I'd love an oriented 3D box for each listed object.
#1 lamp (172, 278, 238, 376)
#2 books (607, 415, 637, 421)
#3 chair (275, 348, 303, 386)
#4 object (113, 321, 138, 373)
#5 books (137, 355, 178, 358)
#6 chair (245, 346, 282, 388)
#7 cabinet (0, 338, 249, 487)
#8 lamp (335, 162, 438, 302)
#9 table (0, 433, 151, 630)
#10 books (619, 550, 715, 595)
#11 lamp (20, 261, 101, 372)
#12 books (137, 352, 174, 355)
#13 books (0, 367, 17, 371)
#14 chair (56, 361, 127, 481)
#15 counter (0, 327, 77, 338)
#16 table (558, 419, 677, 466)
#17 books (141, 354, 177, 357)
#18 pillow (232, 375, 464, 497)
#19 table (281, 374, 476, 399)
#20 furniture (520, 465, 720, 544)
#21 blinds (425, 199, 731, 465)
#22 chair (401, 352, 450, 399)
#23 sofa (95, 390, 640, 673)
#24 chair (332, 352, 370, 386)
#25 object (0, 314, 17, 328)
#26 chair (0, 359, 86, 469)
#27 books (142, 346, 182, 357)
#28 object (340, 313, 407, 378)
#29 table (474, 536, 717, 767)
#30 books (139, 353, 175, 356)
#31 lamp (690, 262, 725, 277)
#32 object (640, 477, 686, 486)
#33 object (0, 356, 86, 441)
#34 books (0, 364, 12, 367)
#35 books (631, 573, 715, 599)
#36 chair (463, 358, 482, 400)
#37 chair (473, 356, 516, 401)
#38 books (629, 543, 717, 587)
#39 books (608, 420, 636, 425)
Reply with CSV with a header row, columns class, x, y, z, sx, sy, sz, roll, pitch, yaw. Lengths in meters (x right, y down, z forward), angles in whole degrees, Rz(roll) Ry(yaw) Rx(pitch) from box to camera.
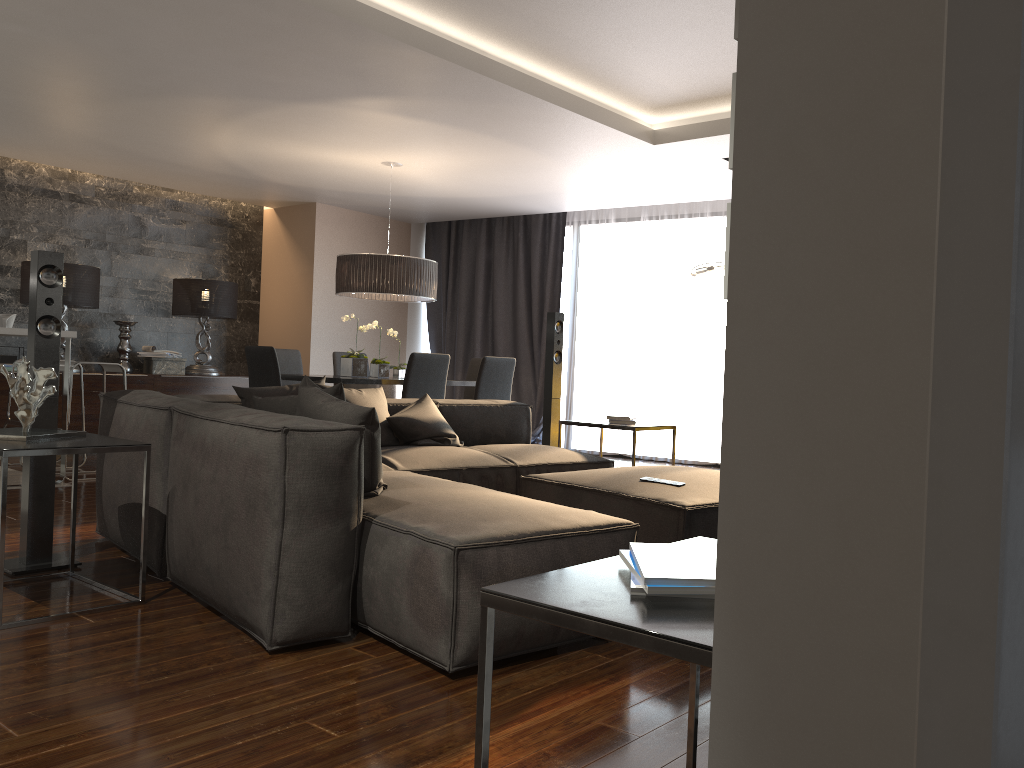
class,x,y,z,sx,sy,sz,roll,pitch,yaw
lamp,-3.074,-0.559,8.789,0.617,0.933,0.568,2,0,-23
books,0.697,0.213,5.584,0.151,0.022,0.211,3,1,17
chair,-1.787,0.194,7.299,0.541,0.964,0.451,3,0,40
object,-3.619,-0.345,8.216,0.210,0.485,0.206,2,0,-2
books,-3.394,-0.262,8.441,0.255,0.011,0.316,2,1,-2
chair,-1.642,0.214,6.515,0.405,0.964,0.603,3,0,41
cabinet,-3.537,-0.617,5.516,4.213,2.500,7.292,3,1,41
lamp,-0.999,-1.251,7.161,0.838,1.102,0.770,2,0,-26
table,-1.647,0.474,3.082,0.569,0.563,0.475,3,1,40
books,0.343,0.290,1.364,0.323,0.011,0.249,2,1,-6
lamp,-3.982,-0.579,7.744,0.565,0.933,0.620,3,0,31
books,-3.406,-0.295,8.433,0.257,0.011,0.313,2,1,-7
books,-4.122,-0.123,7.211,0.174,0.034,0.251,3,1,19
chair,-2.978,0.246,6.148,0.398,0.800,0.454,3,0,40
counter,-5.187,-0.405,4.900,2.550,0.041,4.246,3,1,41
table,0.659,0.527,5.588,0.569,0.563,0.475,3,1,40
books,-3.391,-0.273,8.457,0.259,0.011,0.310,2,1,-12
pillow,-0.881,0.164,4.025,1.052,0.431,2.111,2,1,5
table,-1.044,0.330,7.168,0.986,0.760,1.688,3,1,41
furniture,0.763,0.614,4.072,1.157,0.440,1.035,2,1,-40
blinds,1.915,-0.625,8.378,7.136,2.894,0.785,3,0,32
chair,-0.796,0.250,6.475,0.541,0.964,0.451,3,0,40
sofa,-0.236,0.444,4.015,2.621,0.704,2.587,2,1,-40
chair,-1.301,0.204,7.856,0.541,0.964,0.451,3,0,40
object,-3.498,-0.436,5.776,0.178,0.133,0.461,3,1,42
chair,-3.492,0.217,6.575,0.398,0.800,0.454,3,0,40
books,-3.388,-0.308,8.512,0.288,0.109,0.305,2,1,-40
object,-1.133,-0.306,7.131,0.294,0.501,0.604,3,1,37
table,0.315,0.586,1.363,0.427,0.563,0.633,3,1,41
books,-3.402,-0.284,8.441,0.259,0.011,0.310,2,1,-12
lamp,3.416,0.018,6.518,4.107,1.779,0.599,3,0,17
object,0.640,0.414,3.739,0.197,0.015,0.054,3,1,40
object,-1.744,0.044,3.137,0.280,0.287,0.289,2,1,10
books,-4.118,-0.152,7.201,0.161,0.024,0.235,3,1,20
books,0.345,0.300,1.373,0.317,0.011,0.254,2,1,4
chair,-0.447,0.240,7.854,0.405,0.964,0.603,3,0,41
chair,-0.311,0.260,7.032,0.541,0.964,0.451,3,0,40
books,0.351,0.279,1.360,0.320,0.011,0.252,2,1,-1
books,0.694,0.236,5.569,0.163,0.023,0.231,2,1,1
